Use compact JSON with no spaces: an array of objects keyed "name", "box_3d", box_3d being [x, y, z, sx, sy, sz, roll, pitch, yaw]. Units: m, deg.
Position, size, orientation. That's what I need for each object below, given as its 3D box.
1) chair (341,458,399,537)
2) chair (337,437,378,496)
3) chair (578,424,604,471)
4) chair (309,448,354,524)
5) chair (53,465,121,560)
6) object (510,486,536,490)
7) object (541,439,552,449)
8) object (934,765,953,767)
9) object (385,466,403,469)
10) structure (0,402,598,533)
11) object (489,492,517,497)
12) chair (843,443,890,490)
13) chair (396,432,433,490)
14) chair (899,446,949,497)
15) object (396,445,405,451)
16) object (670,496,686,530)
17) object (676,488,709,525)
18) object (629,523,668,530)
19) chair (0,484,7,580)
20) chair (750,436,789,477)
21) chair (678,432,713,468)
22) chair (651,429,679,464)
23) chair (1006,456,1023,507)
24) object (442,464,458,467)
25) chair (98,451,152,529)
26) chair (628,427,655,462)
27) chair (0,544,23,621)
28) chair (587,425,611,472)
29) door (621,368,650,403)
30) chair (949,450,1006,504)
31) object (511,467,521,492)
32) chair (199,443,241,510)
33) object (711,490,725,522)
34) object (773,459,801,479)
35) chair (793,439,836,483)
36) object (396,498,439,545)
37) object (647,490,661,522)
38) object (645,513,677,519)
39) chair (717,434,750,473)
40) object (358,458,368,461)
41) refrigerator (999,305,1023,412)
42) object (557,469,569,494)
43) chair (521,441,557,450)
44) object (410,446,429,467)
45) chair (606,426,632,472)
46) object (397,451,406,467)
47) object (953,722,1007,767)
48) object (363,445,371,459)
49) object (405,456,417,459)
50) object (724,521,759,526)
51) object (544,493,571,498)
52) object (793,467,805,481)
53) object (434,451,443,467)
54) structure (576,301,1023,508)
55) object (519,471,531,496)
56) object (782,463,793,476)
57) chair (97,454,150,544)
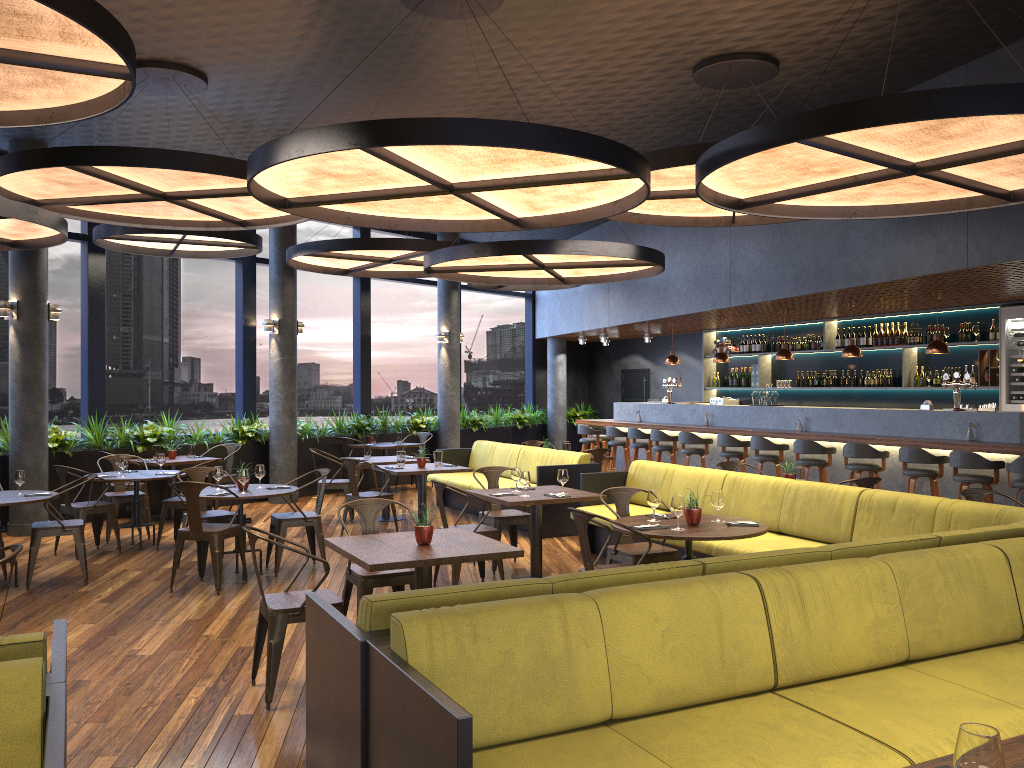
[{"name":"chair","box_3d":[-1.577,1.249,9.657,0.504,0.917,0.541,0,0,41]},{"name":"chair","box_3d":[-2.417,1.269,13.715,0.504,0.917,0.541,0,0,38]},{"name":"chair","box_3d":[1.342,1.199,14.934,0.483,1.048,0.438,0,0,35]},{"name":"chair","box_3d":[-2.249,1.257,11.063,0.541,0.917,0.504,0,0,-8]},{"name":"chair","box_3d":[-4.286,1.253,8.886,0.504,0.917,0.541,0,0,36]},{"name":"object","box_3d":[0.106,0.926,7.881,0.157,0.019,0.255,0,0,-26]},{"name":"object","box_3d":[0.445,0.813,11.571,0.238,0.271,0.260,0,0,-21]},{"name":"object","box_3d":[1.017,0.897,1.958,0.157,0.019,0.255,0,0,-26]},{"name":"object","box_3d":[-1.334,0.937,9.976,0.157,0.019,0.255,0,0,-27]},{"name":"structure","box_3d":[-2.996,1.027,14.033,0.808,1.413,17.112,0,0,39]},{"name":"object","box_3d":[-0.051,0.925,7.454,0.255,0.019,0.157,0,0,-26]},{"name":"chair","box_3d":[3.919,1.169,9.877,0.438,1.048,0.483,0,0,-12]},{"name":"chair","box_3d":[-1.603,1.272,14.767,0.504,0.917,0.541,0,0,29]},{"name":"chair","box_3d":[4.269,1.165,9.184,0.483,1.048,0.438,0,0,35]},{"name":"object","box_3d":[-1.419,0.863,11.283,0.102,0.178,0.102,0,0,39]},{"name":"object","box_3d":[1.053,0.820,5.628,0.097,0.206,0.097,0,0,12]},{"name":"object","box_3d":[1.191,0.785,5.811,0.238,0.271,0.260,0,0,-5]},{"name":"object","box_3d":[0.896,0.914,5.701,0.255,0.019,0.157,0,0,-24]},{"name":"chair","box_3d":[-4.740,1.249,7.755,0.504,0.917,0.541,0,0,-45]},{"name":"chair","box_3d":[3.224,1.177,11.142,0.438,1.048,0.483,0,0,2]},{"name":"chair","box_3d":[2.546,1.184,12.371,0.438,1.048,0.483,0,0,-7]},{"name":"chair","box_3d":[2.260,1.188,13.041,0.438,1.048,0.483,0,0,2]},{"name":"chair","box_3d":[4.757,1.159,8.075,0.438,1.048,0.483,0,0,-35]},{"name":"object","box_3d":[-0.725,0.936,10.242,0.157,0.019,0.255,0,0,-27]},{"name":"chair","box_3d":[-4.742,1.263,10.812,0.541,0.917,0.504,0,0,-41]},{"name":"chair","box_3d":[2.024,1.192,13.687,0.483,1.048,0.438,0,0,35]},{"name":"chair","box_3d":[-2.565,1.227,4.092,0.541,0.917,0.504,0,0,-26]},{"name":"chair","box_3d":[1.578,1.203,15.893,0.483,1.048,0.438,0,0,2]},{"name":"door","box_3d":[2.603,0.710,18.622,0.137,2.056,1.012,0,0,-26]},{"name":"chair","box_3d":[4.486,1.162,8.598,0.438,1.048,0.483,0,0,2]},{"name":"object","box_3d":[0.038,0.832,7.721,0.097,0.206,0.097,0,0,-35]},{"name":"chair","box_3d":[-3.920,1.265,11.861,0.504,0.917,0.541,0,0,27]},{"name":"object","box_3d":[1.386,0.820,5.963,0.097,0.206,0.097,0,0,15]},{"name":"object","box_3d":[2.538,0.791,8.110,0.238,0.271,0.260,0,0,-5]},{"name":"chair","box_3d":[3.586,1.173,10.501,0.483,1.048,0.438,0,0,24]},{"name":"object","box_3d":[-0.516,0.786,5.121,0.260,0.271,0.238,0,0,9]},{"name":"object","box_3d":[0.960,0.821,6.001,0.097,0.206,0.097,0,0,-2]},{"name":"object","box_3d":[1.046,0.916,6.152,0.157,0.019,0.255,0,0,-20]},{"name":"chair","box_3d":[2.969,1.181,11.778,0.483,1.048,0.438,0,0,35]},{"name":"object","box_3d":[-1.908,0.943,11.133,0.157,0.019,0.255,0,0,-27]},{"name":"refrigerator","box_3d":[6.409,0.108,10.469,0.454,2.109,1.159,0,0,-26]},{"name":"object","box_3d":[0.432,0.830,7.538,0.097,0.206,0.097,0,0,-35]},{"name":"chair","box_3d":[0.406,1.255,12.251,0.504,0.917,0.541,0,0,-26]},{"name":"object","box_3d":[-1.020,0.810,10.100,0.238,0.271,0.260,0,0,12]},{"name":"chair","box_3d":[1.748,1.195,14.216,0.483,1.048,0.438,0,0,35]},{"name":"object","box_3d":[-1.269,0.857,10.137,0.102,0.178,0.102,0,0,-21]},{"name":"object","box_3d":[0.948,0.803,1.798,0.097,0.206,0.097,0,0,19]},{"name":"object","box_3d":[-1.843,0.864,11.294,0.102,0.178,0.102,0,0,39]},{"name":"object","box_3d":[-1.299,0.943,11.399,0.157,0.019,0.255,0,0,-27]},{"name":"object","box_3d":[1.486,0.913,5.820,0.255,0.019,0.157,0,0,6]},{"name":"object","box_3d":[0.364,0.923,7.378,0.157,0.019,0.255,0,0,-26]},{"name":"object","box_3d":[2.573,0.837,7.942,0.102,0.178,0.102,0,0,-41]},{"name":"object","box_3d":[-0.844,0.856,10.126,0.102,0.178,0.102,0,0,29]},{"name":"structure","box_3d":[4.388,0.353,11.969,2.700,2.700,9.298,0,0,-26]},{"name":"object","box_3d":[0.109,0.830,7.386,0.097,0.206,0.097,0,0,-26]},{"name":"object","box_3d":[2.588,0.838,8.329,0.102,0.178,0.102,0,0,9]},{"name":"chair","box_3d":[-4.313,1.258,9.841,0.504,0.917,0.541,0,0,-35]}]
